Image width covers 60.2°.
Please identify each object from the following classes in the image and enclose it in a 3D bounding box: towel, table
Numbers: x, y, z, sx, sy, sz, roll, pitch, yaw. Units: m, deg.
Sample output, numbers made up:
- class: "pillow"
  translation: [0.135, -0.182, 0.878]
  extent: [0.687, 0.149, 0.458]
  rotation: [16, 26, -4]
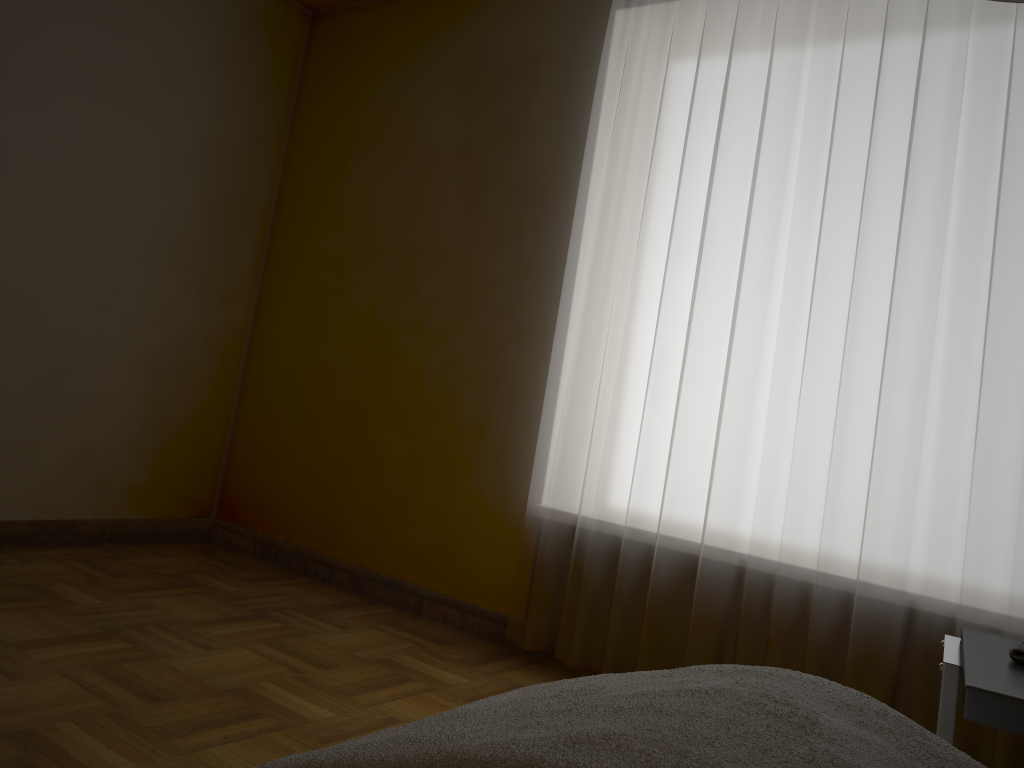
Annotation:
- class: "towel"
  translation: [0.893, 0.437, 1.388]
  extent: [0.179, 0.036, 0.238]
  rotation: [8, -2, 40]
- class: "table"
  translation: [0.923, 0.471, 1.265]
  extent: [0.501, 0.045, 0.512]
  rotation: [8, -2, 27]

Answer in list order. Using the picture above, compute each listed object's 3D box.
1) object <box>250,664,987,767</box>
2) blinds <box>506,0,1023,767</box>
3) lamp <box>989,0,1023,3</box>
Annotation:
- class: "object"
  translation: [0.126, 0.585, 0.935]
  extent: [0.912, 0.525, 0.907]
  rotation: [7, -3, 36]
- class: "blinds"
  translation: [1.036, -0.181, 2.338]
  extent: [2.204, 2.312, 0.091]
  rotation: [6, -7, 36]
- class: "lamp"
  translation: [0.923, -0.002, 0.590]
  extent: [1.419, 1.985, 0.446]
  rotation: [5, -7, 39]
